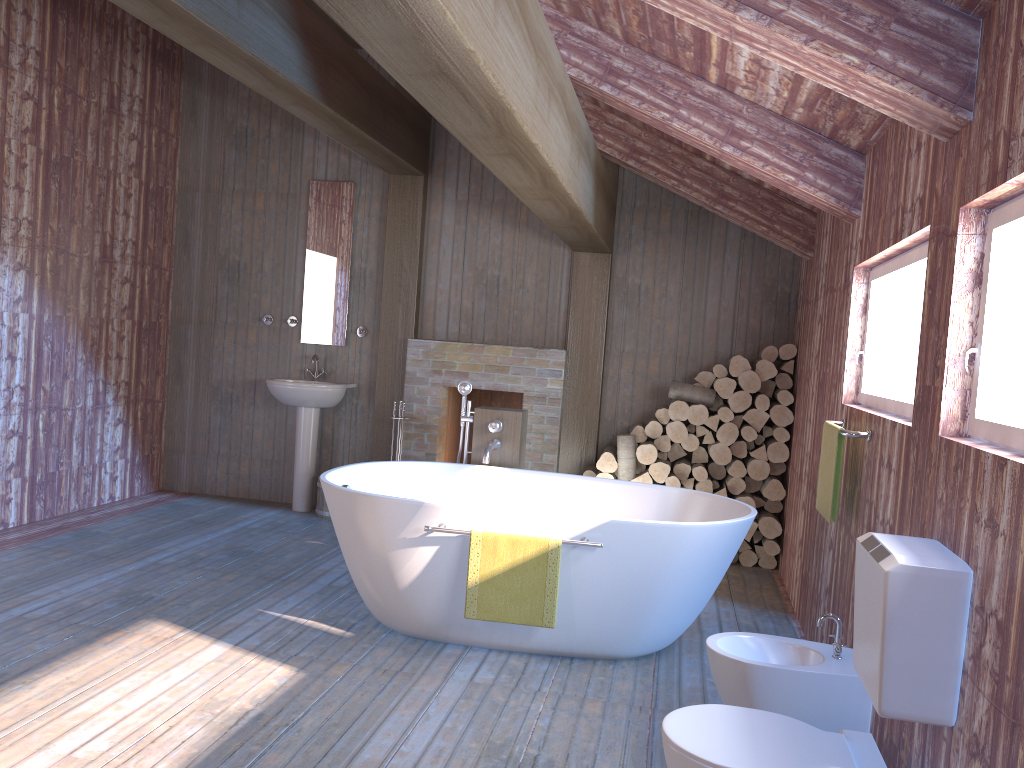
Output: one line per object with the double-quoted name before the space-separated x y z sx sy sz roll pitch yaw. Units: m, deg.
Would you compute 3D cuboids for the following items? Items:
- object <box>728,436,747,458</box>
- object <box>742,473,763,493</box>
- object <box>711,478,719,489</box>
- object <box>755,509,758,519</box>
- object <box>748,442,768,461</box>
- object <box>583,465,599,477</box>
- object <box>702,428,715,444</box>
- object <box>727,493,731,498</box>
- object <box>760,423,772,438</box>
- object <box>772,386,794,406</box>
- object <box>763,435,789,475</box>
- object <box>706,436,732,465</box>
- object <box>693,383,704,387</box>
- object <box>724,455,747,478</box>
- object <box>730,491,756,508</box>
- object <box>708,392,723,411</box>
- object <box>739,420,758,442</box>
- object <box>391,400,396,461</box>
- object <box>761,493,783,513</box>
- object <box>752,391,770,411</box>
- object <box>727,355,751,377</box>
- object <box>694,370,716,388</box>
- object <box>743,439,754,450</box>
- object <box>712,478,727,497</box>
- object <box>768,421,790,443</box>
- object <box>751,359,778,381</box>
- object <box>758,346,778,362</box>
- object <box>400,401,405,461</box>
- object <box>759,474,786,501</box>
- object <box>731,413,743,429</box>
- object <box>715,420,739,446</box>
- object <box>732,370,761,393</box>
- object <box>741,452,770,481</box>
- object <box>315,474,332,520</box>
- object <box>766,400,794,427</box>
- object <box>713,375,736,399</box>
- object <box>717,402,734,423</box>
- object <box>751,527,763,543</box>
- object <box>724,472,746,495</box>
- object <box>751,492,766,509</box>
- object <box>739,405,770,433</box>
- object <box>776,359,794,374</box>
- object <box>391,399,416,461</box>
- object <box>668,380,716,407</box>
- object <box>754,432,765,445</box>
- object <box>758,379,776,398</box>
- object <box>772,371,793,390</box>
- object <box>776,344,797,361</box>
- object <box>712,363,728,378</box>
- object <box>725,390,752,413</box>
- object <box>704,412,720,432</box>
"object" 1.461 0.405 5.761 0.111 0.118 0.302 5 3 10
"object" 1.578 0.644 5.862 0.118 0.106 0.319 4 3 8
"object" 1.326 0.651 5.794 0.054 0.056 0.146 5 3 11
"object" 1.565 0.832 5.757 0.057 0.061 0.156 5 3 10
"object" 1.587 0.416 5.751 0.115 0.112 0.423 5 3 11
"object" 0.545 0.615 6.009 0.101 0.103 0.242 5 3 12
"object" 1.293 0.335 5.809 0.085 0.096 0.280 5 3 12
"object" 1.399 0.812 5.807 0.135 0.145 0.439 5 3 11
"object" 1.666 0.300 5.778 0.088 0.092 0.280 5 3 12
"object" 1.739 0.075 5.711 0.102 0.109 0.438 5 3 11
"object" 1.698 0.470 5.741 0.137 0.256 0.439 5 3 11
"object" 1.348 0.432 5.797 0.141 0.143 0.437 5 3 9
"object" 1.225 0.054 5.906 0.113 0.130 0.291 5 3 12
"object" 1.450 0.533 5.756 0.114 0.113 0.301 4 3 9
"object" 1.503 0.759 5.785 0.138 0.147 0.440 5 3 11
"object" 1.339 0.111 5.887 0.121 0.124 0.291 5 3 12
"object" 1.526 0.300 5.757 0.102 0.109 0.438 5 3 11
"object" -0.891 0.529 6.112 0.136 0.846 0.062 4 3 -8
"object" 1.690 0.761 5.798 0.114 0.113 0.301 4 3 9
"object" 1.606 0.108 5.736 0.089 0.106 0.437 5 3 12
"object" 1.477 -0.118 5.774 0.135 0.139 0.456 5 3 12
"object" 1.283 -0.027 5.893 0.140 0.121 0.319 5 3 12
"object" 1.531 0.385 5.748 0.065 0.069 0.177 5 3 10
"object" 1.354 0.687 5.802 0.115 0.112 0.423 5 3 11
"object" 1.719 0.306 5.722 0.102 0.109 0.438 5 3 11
"object" 1.633 -0.091 5.747 0.133 0.142 0.456 5 3 12
"object" 1.662 -0.187 5.753 0.104 0.121 0.270 5 3 12
"object" -0.751 0.554 6.073 0.126 0.871 0.206 2 3 -36
"object" 1.676 0.655 5.763 0.139 0.137 0.455 5 3 9
"object" 1.452 0.236 5.749 0.095 0.090 0.278 5 3 12
"object" 1.399 0.312 5.784 0.136 0.157 0.439 5 3 12
"object" 1.518 -0.023 5.751 0.141 0.143 0.437 5 3 9
"object" 1.580 0.532 5.764 0.137 0.133 0.437 5 3 9
"object" -1.238 0.803 6.318 0.309 0.290 0.308 5 3 21
"object" 1.719 0.187 5.722 0.147 0.152 0.439 5 3 11
"object" 1.383 0.013 5.796 0.139 0.148 0.458 5 3 11
"object" 1.385 0.182 5.778 0.102 0.109 0.438 5 3 11
"object" 1.598 0.978 5.818 0.085 0.091 0.280 5 3 9
"object" 1.443 0.640 5.756 0.116 0.117 0.289 4 3 9
"object" 1.609 0.762 5.808 0.088 0.092 0.280 5 3 10
"object" 1.572 0.221 5.777 0.172 0.151 0.482 5 3 12
"object" 1.769 -0.117 5.752 0.081 0.100 0.281 5 3 11
"object" -0.813 0.543 6.150 0.333 0.888 0.276 2 3 -37
"object" 1.161 0.063 5.717 0.302 0.157 0.121 5 3 12
"object" 1.592 0.352 5.736 0.067 0.069 0.177 5 3 11
"object" 1.654 0.023 5.829 0.132 0.119 0.319 5 3 12
"object" 1.750 -0.021 5.743 0.107 0.115 0.269 5 3 12
"object" 1.768 -0.202 5.734 0.112 0.113 0.271 5 3 11
"object" 1.352 -0.087 5.769 0.094 0.097 0.227 5 3 12
"object" 1.469 0.110 5.764 0.143 0.151 0.440 5 3 11
"object" 1.293 0.245 5.798 0.109 0.124 0.424 5 3 10
